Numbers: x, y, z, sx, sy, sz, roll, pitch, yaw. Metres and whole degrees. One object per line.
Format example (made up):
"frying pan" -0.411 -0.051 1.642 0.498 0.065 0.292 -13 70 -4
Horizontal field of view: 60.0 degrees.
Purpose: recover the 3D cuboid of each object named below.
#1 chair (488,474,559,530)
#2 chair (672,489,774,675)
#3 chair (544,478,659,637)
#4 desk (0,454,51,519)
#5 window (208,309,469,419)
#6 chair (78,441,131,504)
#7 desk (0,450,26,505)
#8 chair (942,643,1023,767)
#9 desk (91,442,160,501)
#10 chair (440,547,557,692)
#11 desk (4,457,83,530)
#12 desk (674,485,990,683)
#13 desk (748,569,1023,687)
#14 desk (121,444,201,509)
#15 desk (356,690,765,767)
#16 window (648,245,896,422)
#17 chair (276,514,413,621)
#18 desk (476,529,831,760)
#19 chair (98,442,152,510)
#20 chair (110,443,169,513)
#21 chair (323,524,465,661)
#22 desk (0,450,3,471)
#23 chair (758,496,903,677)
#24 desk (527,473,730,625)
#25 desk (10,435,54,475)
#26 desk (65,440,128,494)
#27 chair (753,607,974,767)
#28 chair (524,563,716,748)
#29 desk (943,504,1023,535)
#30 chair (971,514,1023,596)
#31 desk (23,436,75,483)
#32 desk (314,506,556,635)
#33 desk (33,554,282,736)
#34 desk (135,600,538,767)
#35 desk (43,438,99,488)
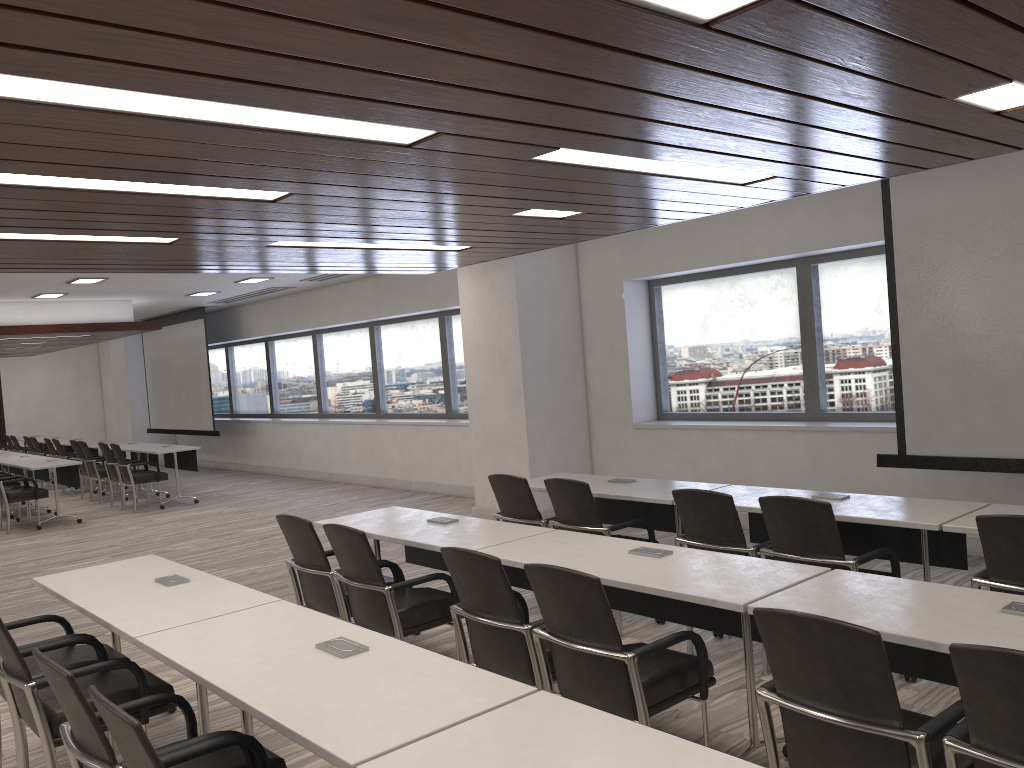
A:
"chair" 0.219 1.017 5.855 0.638 0.939 0.513 -6 2 -40
"chair" 1.214 0.976 4.711 0.638 0.939 0.513 -6 2 -40
"chair" 0.570 1.002 5.470 0.638 0.939 0.513 -6 2 -40
"desk" -7.023 1.434 12.603 0.577 0.795 1.509 -6 2 -41
"window" -3.101 -0.159 14.361 0.118 1.419 10.452 -6 2 -41
"chair" -6.018 1.269 13.129 0.638 0.939 0.513 -6 2 -40
"desk" -8.007 1.474 13.752 0.577 0.795 1.509 -6 2 -41
"chair" 1.419 1.039 2.186 0.638 0.939 0.513 -6 2 -41
"desk" -5.892 1.317 13.577 0.577 0.795 1.509 -6 2 -41
"chair" 0.080 1.094 3.725 0.638 0.939 0.513 -6 2 -41
"desk" -6.032 1.394 11.447 0.577 0.795 1.509 -6 2 -41
"desk" 1.671 1.012 4.753 0.577 0.795 1.509 -6 2 -41
"desk" 1.532 1.089 2.622 0.577 0.795 1.509 -6 2 -41
"desk" -4.901 1.277 12.421 0.577 0.795 1.509 -6 2 -41
"desk" 0.384 1.208 1.634 0.577 0.795 1.509 -6 2 -41
"window" 3.738 -0.435 6.381 0.118 1.419 6.968 -6 2 -41
"chair" -0.909 1.133 4.892 0.638 0.939 0.513 -6 2 -41
"desk" 0.539 1.129 3.780 0.577 0.795 1.509 -6 2 -41
"chair" -5.365 1.242 12.369 0.638 0.939 0.513 -6 2 -41
"chair" -5.025 1.229 11.972 0.638 0.939 0.513 -6 2 -40
"chair" -0.568 1.120 4.490 0.638 0.939 0.513 -6 2 -41
"desk" -8.998 1.514 14.908 0.577 0.795 1.509 -6 2 -41
"chair" 1.559 0.962 4.317 0.638 0.939 0.513 -6 2 -40
"desk" 0.680 1.052 5.909 0.577 0.795 1.509 -6 2 -41
"desk" -9.850 1.477 18.195 0.577 0.795 1.509 -6 2 -41
"desk" -6.876 1.357 14.725 0.577 0.795 1.509 -6 2 -41
"chair" 1.060 1.054 2.577 0.638 0.939 0.513 -6 2 -40
"chair" 0.419 1.080 3.326 0.638 0.939 0.513 -6 2 -41
"desk" 2.663 0.972 3.595 0.577 0.795 1.509 -6 2 -41
"chair" 2.199 0.937 3.548 0.638 0.939 0.513 -6 2 -40
"desk" -8.859 1.437 17.039 0.577 0.795 1.509 -6 2 -41
"desk" -0.451 1.169 4.935 0.577 0.795 1.509 -6 2 -41
"desk" -1.599 1.288 3.947 0.577 0.795 1.509 -6 2 -41
"desk" -0.608 1.248 2.792 0.577 0.795 1.509 -6 2 -41
"desk" -7.867 1.397 15.881 0.577 0.795 1.509 -6 2 -41
